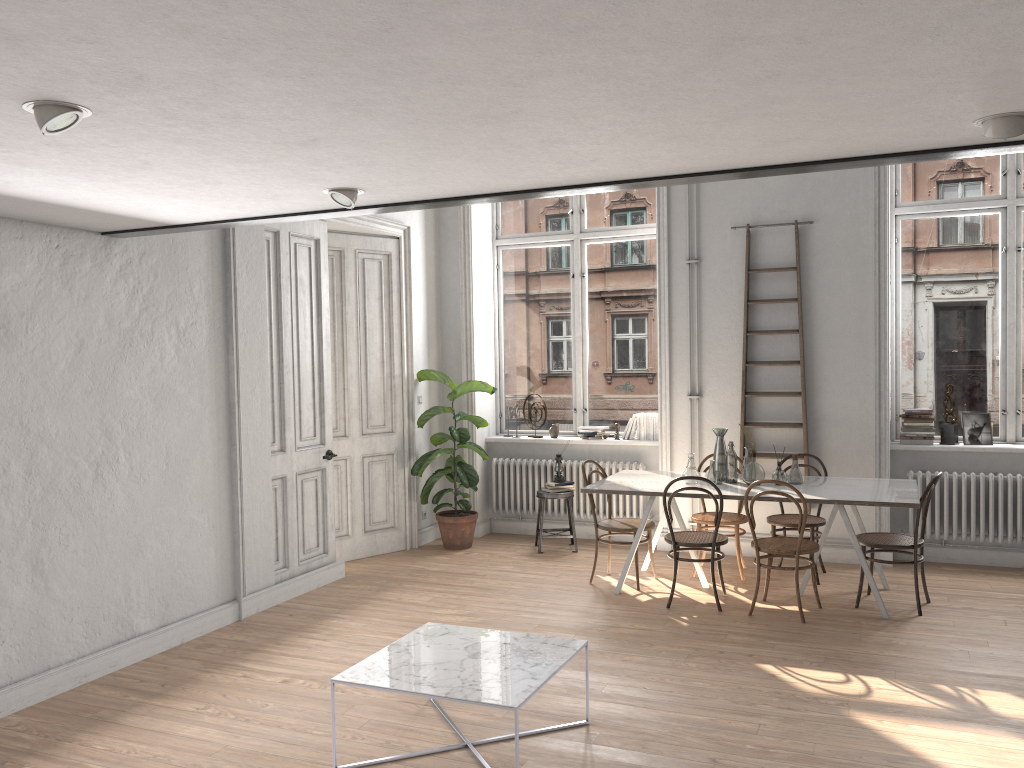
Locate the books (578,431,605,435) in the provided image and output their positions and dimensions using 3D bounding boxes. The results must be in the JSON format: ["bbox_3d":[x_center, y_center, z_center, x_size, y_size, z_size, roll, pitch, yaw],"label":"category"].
[{"bbox_3d":[0.753,0.460,8.395,0.221,0.023,0.147,0,2,39],"label":"books"}]

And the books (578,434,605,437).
[{"bbox_3d":[0.752,0.482,8.398,0.205,0.022,0.155,1,2,43],"label":"books"}]

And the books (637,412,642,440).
[{"bbox_3d":[1.195,0.390,8.241,0.024,0.243,0.175,0,2,23],"label":"books"}]

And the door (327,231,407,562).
[{"bbox_3d":[-1.358,0.112,7.643,1.096,2.815,0.216,-3,3,-42],"label":"door"}]

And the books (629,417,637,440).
[{"bbox_3d":[1.144,0.411,8.242,0.072,0.203,0.155,0,2,23],"label":"books"}]

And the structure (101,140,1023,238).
[{"bbox_3d":[-0.347,-1.384,1.966,5.927,1.213,4.156,0,2,23],"label":"structure"}]

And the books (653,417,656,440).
[{"bbox_3d":[1.330,0.409,8.161,0.020,0.205,0.155,0,2,23],"label":"books"}]

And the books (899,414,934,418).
[{"bbox_3d":[3.321,0.262,7.278,0.231,0.023,0.162,0,2,39],"label":"books"}]

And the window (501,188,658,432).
[{"bbox_3d":[0.650,-0.957,8.570,1.622,2.844,0.013,0,2,23],"label":"window"}]

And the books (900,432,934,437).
[{"bbox_3d":[3.319,0.414,7.273,0.249,0.023,0.175,0,2,24],"label":"books"}]

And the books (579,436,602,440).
[{"bbox_3d":[0.748,0.505,8.405,0.147,0.023,0.221,-2,2,-18],"label":"books"}]

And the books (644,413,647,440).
[{"bbox_3d":[1.251,0.391,8.193,0.019,0.244,0.174,0,2,23],"label":"books"}]

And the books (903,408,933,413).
[{"bbox_3d":[3.331,0.218,7.282,0.201,0.024,0.159,-1,2,13],"label":"books"}]

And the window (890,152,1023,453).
[{"bbox_3d":[10.888,-5.460,7.192,14.385,15.940,26.389,0,2,23],"label":"window"}]

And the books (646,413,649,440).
[{"bbox_3d":[1.276,0.390,8.201,0.019,0.244,0.174,0,2,23],"label":"books"}]

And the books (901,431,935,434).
[{"bbox_3d":[3.334,0.394,7.282,0.255,0.014,0.192,0,2,27],"label":"books"}]

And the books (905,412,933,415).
[{"bbox_3d":[3.333,0.240,7.272,0.205,0.020,0.155,0,2,23],"label":"books"}]

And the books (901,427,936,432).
[{"bbox_3d":[3.333,0.373,7.283,0.245,0.028,0.193,-1,2,18],"label":"books"}]

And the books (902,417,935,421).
[{"bbox_3d":[3.329,0.283,7.276,0.244,0.019,0.174,0,2,23],"label":"books"}]

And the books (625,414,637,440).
[{"bbox_3d":[1.120,0.395,8.250,0.100,0.235,0.174,0,2,23],"label":"books"}]

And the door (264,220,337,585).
[{"bbox_3d":[-1.667,0.151,6.511,0.216,2.815,1.096,0,2,25],"label":"door"}]

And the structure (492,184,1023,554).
[{"bbox_3d":[2.131,-0.776,7.493,5.182,4.475,0.340,0,2,23],"label":"structure"}]

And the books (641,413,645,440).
[{"bbox_3d":[1.227,0.391,8.193,0.024,0.243,0.175,0,2,23],"label":"books"}]

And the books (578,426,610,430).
[{"bbox_3d":[0.775,0.414,8.393,0.244,0.019,0.174,0,2,33],"label":"books"}]

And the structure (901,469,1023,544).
[{"bbox_3d":[3.885,0.964,6.895,1.577,0.552,0.194,0,2,23],"label":"structure"}]

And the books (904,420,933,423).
[{"bbox_3d":[3.334,0.303,7.274,0.205,0.022,0.155,-1,2,18],"label":"books"}]

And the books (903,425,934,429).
[{"bbox_3d":[3.335,0.349,7.276,0.205,0.022,0.155,0,2,38],"label":"books"}]

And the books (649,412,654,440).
[{"bbox_3d":[1.298,0.390,8.197,0.024,0.243,0.175,0,2,23],"label":"books"}]

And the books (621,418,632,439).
[{"bbox_3d":[1.086,0.414,8.270,0.105,0.194,0.155,0,2,22],"label":"books"}]

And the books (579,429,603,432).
[{"bbox_3d":[0.750,0.440,8.383,0.205,0.020,0.155,-1,2,13],"label":"books"}]

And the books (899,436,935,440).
[{"bbox_3d":[3.319,0.437,7.273,0.249,0.023,0.175,0,2,19],"label":"books"}]

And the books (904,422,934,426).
[{"bbox_3d":[3.340,0.325,7.279,0.222,0.024,0.158,0,2,23],"label":"books"}]

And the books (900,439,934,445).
[{"bbox_3d":[3.318,0.470,7.277,0.248,0.043,0.192,0,2,23],"label":"books"}]
